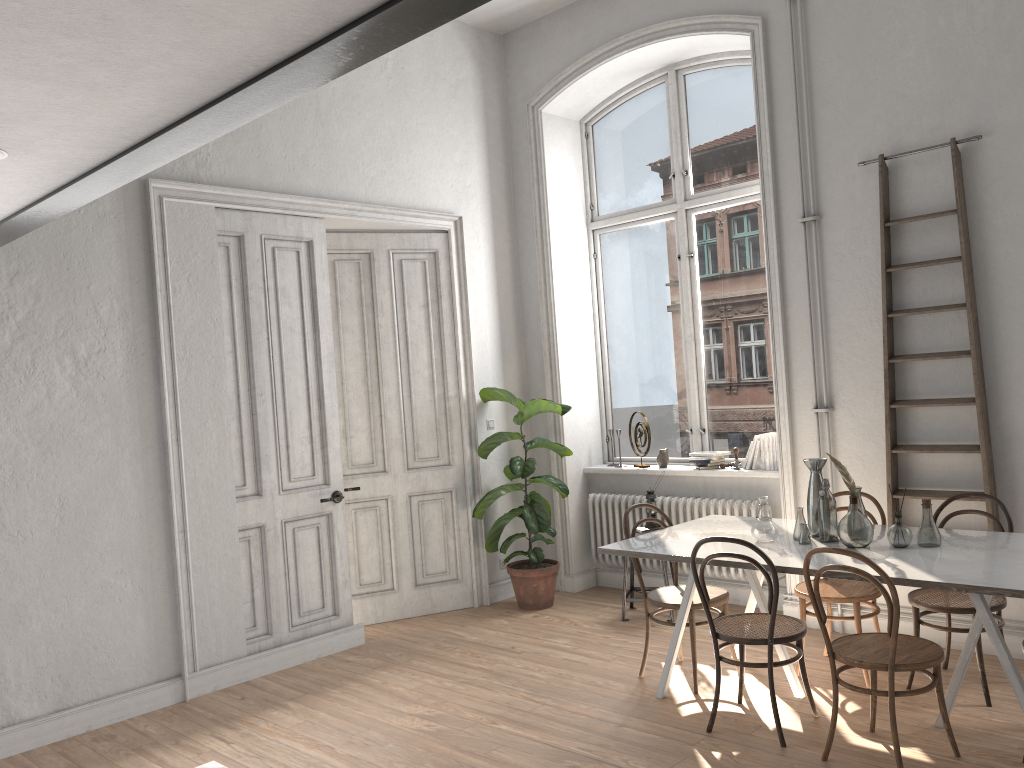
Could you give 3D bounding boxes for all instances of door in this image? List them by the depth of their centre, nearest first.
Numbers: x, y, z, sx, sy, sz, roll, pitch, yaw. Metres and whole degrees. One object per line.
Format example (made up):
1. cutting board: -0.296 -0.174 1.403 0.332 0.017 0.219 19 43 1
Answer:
1. door: -1.536 0.343 5.480 1.096 2.814 0.216 -4 1 -44
2. door: -0.849 0.295 6.430 1.096 2.814 0.216 -4 0 -21

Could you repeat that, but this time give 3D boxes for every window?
1. window: 1.315 -0.861 6.607 1.623 2.843 0.013 -4 1 44

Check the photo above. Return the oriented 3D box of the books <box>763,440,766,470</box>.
1. books: 1.765 0.476 6.045 0.020 0.205 0.155 -4 1 44

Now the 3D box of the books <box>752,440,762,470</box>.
1. books: 1.713 0.480 6.097 0.072 0.203 0.155 -4 0 44

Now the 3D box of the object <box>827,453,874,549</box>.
1. object: 1.579 0.532 4.100 0.157 0.446 0.157 -4 0 -28

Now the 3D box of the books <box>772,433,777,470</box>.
1. books: 1.821 0.453 6.012 0.019 0.244 0.174 -4 1 44

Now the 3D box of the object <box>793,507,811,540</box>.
1. object: 1.427 0.687 4.380 0.083 0.158 0.083 -4 0 40

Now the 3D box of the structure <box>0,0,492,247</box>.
1. structure: -1.973 -1.276 0.794 5.928 1.213 4.156 -4 0 44

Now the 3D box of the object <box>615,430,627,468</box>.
1. object: 0.835 0.500 6.882 0.095 0.289 0.095 -4 0 -23

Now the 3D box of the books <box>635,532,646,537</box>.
1. books: 0.964 1.016 6.078 0.232 0.029 0.162 -4 0 15

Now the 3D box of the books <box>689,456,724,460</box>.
1. books: 1.396 0.528 6.368 0.205 0.020 0.155 -4 0 34

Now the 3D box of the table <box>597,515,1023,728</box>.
1. table: 1.630 1.143 4.159 2.201 0.780 1.100 -4 0 44

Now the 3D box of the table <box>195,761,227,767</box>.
1. table: -1.028 1.520 2.524 0.849 0.392 0.849 -4 0 44

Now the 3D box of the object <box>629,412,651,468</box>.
1. object: 0.980 0.422 6.763 0.087 0.425 0.347 -4 0 -13

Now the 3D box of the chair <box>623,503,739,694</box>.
1. chair: 0.911 1.124 4.821 0.437 0.920 0.549 -4 0 -38

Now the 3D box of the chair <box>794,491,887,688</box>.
1. chair: 1.759 1.065 4.735 0.438 0.920 0.549 -4 0 42

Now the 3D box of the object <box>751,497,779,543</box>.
1. object: 1.245 0.669 4.378 0.132 0.219 0.132 -4 0 33

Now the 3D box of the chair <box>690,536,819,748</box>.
1. chair: 1.101 1.111 4.065 0.438 0.920 0.549 -4 0 40

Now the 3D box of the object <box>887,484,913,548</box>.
1. object: 1.760 0.601 4.039 0.107 0.283 0.106 -4 1 39

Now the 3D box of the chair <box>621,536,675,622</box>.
1. chair: 0.939 1.320 6.075 0.364 0.523 0.360 -4 0 18

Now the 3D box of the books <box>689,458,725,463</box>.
1. books: 1.404 0.549 6.378 0.147 0.023 0.221 -4 0 -30

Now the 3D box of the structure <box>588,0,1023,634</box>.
1. structure: 2.324 -0.755 5.072 5.183 4.474 0.340 -4 0 44

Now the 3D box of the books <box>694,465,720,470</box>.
1. books: 1.404 0.593 6.388 0.147 0.023 0.221 -4 0 3

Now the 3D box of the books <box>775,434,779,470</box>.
1. books: 1.839 0.452 6.001 0.024 0.243 0.175 -4 1 44

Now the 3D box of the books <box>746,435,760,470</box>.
1. books: 1.693 0.465 6.113 0.100 0.235 0.174 -4 0 44

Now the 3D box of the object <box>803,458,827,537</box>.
1. object: 1.527 0.567 4.431 0.116 0.383 0.116 -4 1 -35

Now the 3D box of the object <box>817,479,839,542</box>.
1. object: 1.522 0.608 4.283 0.086 0.301 0.086 -4 1 30

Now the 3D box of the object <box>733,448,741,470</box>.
1. object: 1.559 0.517 6.156 0.048 0.153 0.088 -4 0 14

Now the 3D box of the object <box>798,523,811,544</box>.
1. object: 1.407 0.720 4.270 0.058 0.094 0.058 -4 0 -18

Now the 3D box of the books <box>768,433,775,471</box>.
1. books: 1.795 0.455 6.014 0.019 0.244 0.174 -4 1 44

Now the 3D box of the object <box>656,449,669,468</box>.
1. object: 1.126 0.552 6.628 0.100 0.142 0.102 -4 0 19

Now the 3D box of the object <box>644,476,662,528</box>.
1. object: 0.978 0.789 6.089 0.163 0.383 0.154 -4 0 18

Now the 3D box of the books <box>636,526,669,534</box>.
1. books: 0.964 0.994 6.077 0.221 0.027 0.147 -4 0 -14

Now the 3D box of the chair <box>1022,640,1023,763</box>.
1. chair: 2.290 1.027 3.448 0.437 0.920 0.549 -4 0 -33

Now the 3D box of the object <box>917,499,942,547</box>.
1. object: 1.887 0.628 4.024 0.101 0.212 0.101 -4 0 -7

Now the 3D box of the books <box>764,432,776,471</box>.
1. books: 1.773 0.457 6.023 0.024 0.243 0.175 -4 1 44

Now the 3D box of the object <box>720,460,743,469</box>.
1. object: 1.540 0.570 6.256 0.153 0.048 0.088 -4 0 -6

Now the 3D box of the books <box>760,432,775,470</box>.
1. books: 1.760 0.458 6.078 0.024 0.243 0.175 -4 1 44

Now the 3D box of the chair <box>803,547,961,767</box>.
1. chair: 1.495 1.083 3.632 0.549 0.920 0.438 -4 0 -35

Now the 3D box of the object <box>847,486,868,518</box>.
1. object: 1.656 0.623 4.256 0.098 0.255 0.100 -4 0 21

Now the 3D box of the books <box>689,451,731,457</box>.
1. books: 1.422 0.501 6.368 0.174 0.019 0.244 -4 0 -36

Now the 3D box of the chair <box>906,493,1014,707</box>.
1. chair: 2.224 1.032 4.392 0.549 0.920 0.438 -4 0 -39

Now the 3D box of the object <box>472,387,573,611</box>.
1. object: 1.758 0.601 4.590 0.791 1.842 5.829 -4 0 -41

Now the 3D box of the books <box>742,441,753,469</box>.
1. books: 1.669 0.487 6.144 0.105 0.194 0.155 -4 0 43

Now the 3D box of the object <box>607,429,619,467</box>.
1. object: 0.791 0.503 7.004 0.095 0.289 0.095 -4 0 -14

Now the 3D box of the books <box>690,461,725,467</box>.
1. books: 1.405 0.571 6.381 0.155 0.022 0.205 -4 0 -26
